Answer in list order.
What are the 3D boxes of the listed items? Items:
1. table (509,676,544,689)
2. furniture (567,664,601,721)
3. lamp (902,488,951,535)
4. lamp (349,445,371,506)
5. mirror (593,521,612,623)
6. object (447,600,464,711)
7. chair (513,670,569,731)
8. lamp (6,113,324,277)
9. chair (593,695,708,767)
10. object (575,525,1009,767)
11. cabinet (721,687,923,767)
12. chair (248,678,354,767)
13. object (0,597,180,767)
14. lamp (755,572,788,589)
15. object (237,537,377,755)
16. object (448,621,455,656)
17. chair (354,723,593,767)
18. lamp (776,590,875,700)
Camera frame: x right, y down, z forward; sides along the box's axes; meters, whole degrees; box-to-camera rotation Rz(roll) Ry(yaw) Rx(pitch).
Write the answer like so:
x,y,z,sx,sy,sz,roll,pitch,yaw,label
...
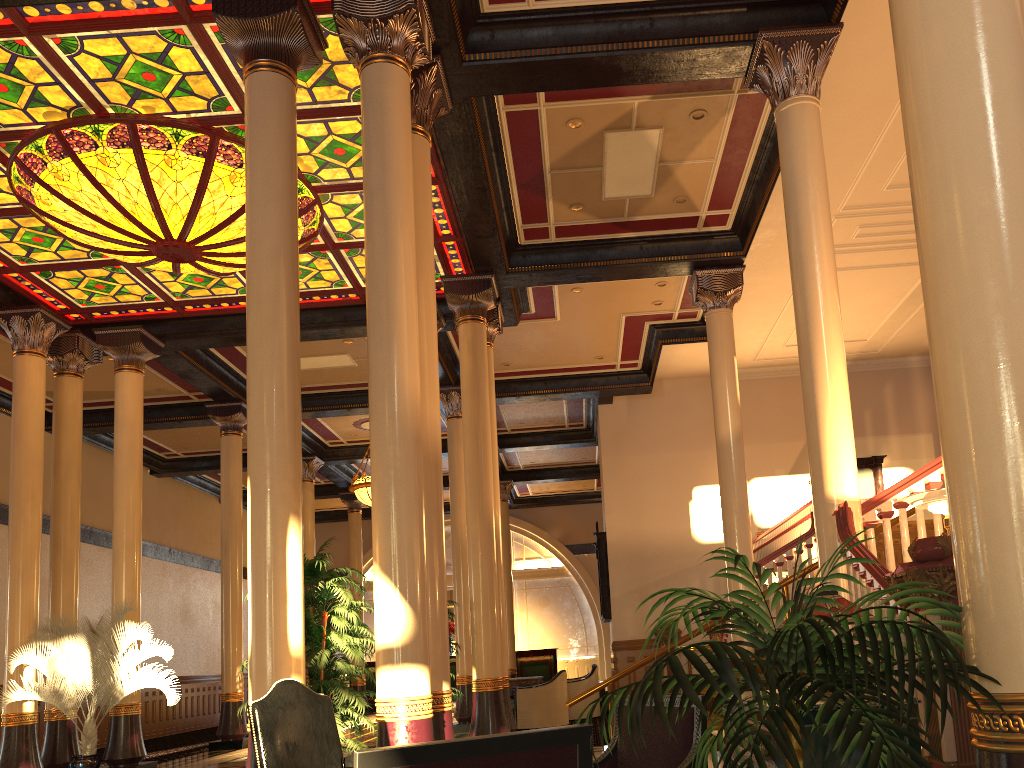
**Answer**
x,y,z,sx,sy,sz,roll,pitch,yaw,label
-0.001,5.714,15.678,1.103,0.752,1.694,-5,-16,2,table
1.223,5.739,16.240,0.805,0.918,2.247,-5,-16,3,furniture
2.990,1.713,5.742,0.570,1.963,0.605,-7,-9,20,lamp
-2.778,1.787,17.997,1.194,1.859,1.220,-3,-11,-4,lamp
1.773,3.711,17.257,0.255,1.936,1.838,-4,-13,4,mirror
-1.097,3.463,10.502,1.048,2.098,1.096,-2,-10,-9,object
0.529,5.163,14.232,0.756,0.890,1.003,-9,-14,22,chair
-3.521,-1.650,9.116,2.993,0.586,3.104,-4,-17,0,lamp
0.350,1.710,3.407,0.666,0.897,0.681,2,-13,-27,chair
0.781,1.091,2.388,1.108,1.401,1.041,-11,-13,30,object
1.277,1.762,3.698,0.548,0.841,1.302,-4,-15,3,cabinet
-0.766,1.897,4.017,0.732,1.071,0.773,-7,-12,16,chair
-5.006,3.781,10.805,1.813,2.216,2.148,-5,-13,5,object
3.477,3.507,11.462,0.592,1.963,0.583,-1,-9,-16,lamp
-1.423,2.175,6.414,1.126,2.098,1.019,5,-13,-39,object
1.497,1.024,11.321,0.682,4.168,30.349,-2,-18,-14,object
-0.186,1.425,2.391,0.707,0.897,0.641,2,-13,-28,chair
1.256,1.033,3.453,0.319,0.409,0.328,-3,-12,-2,lamp
